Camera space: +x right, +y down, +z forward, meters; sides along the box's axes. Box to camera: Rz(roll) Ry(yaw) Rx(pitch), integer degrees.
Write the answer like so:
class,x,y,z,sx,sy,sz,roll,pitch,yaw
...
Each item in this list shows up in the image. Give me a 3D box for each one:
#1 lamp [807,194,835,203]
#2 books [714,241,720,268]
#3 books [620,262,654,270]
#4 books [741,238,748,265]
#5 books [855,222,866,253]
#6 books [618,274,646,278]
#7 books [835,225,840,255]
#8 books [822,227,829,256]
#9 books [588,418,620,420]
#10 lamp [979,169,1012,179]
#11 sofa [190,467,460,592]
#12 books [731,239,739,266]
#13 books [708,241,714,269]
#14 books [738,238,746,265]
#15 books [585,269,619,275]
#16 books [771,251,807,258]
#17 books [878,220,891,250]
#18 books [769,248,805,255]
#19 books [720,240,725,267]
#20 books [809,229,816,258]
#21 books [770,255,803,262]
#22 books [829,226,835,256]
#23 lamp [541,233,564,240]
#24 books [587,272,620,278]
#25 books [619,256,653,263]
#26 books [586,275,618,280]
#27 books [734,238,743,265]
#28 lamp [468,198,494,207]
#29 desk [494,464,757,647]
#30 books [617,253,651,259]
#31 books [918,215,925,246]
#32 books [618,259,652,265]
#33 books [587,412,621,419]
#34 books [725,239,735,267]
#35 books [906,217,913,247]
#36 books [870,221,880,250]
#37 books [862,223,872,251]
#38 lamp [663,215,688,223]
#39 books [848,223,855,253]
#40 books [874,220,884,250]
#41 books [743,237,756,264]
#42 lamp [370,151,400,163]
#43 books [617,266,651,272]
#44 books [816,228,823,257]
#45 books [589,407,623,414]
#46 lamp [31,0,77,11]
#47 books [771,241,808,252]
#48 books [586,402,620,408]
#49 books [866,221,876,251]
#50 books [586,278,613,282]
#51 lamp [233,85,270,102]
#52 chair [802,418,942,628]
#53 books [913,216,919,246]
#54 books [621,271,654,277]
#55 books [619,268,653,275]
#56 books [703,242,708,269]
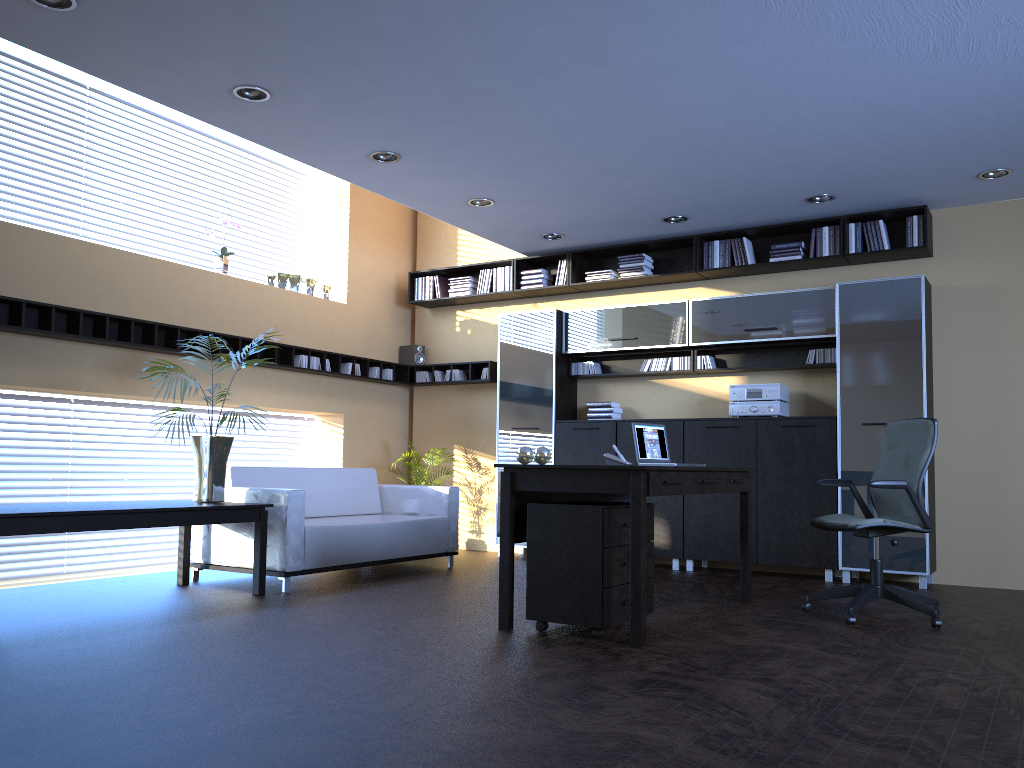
class,x,y,z,sx,sy,sz,roll,pitch,yaw
lamp,2.433,-1.503,6.981,0.209,0.096,0.208,-2,-6,25
books,1.865,-1.137,7.963,0.050,0.258,0.208,-2,-5,32
books,1.182,-1.107,8.391,0.258,0.028,0.208,-2,-6,31
books,2.089,-1.145,7.842,0.072,0.257,0.208,-2,-5,32
books,2.881,-1.182,7.331,0.050,0.258,0.208,-2,-5,31
books,1.165,-0.994,8.378,0.258,0.028,0.208,-2,-6,31
books,2.749,-1.176,7.414,0.050,0.258,0.208,-2,-5,32
books,2.661,-1.172,7.468,0.050,0.258,0.208,-2,-5,31
books,0.884,0.355,8.449,0.258,0.050,0.208,-3,-6,32
lamp,3.461,-1.548,6.352,0.208,0.096,0.209,5,-7,-40
sofa,-1.427,1.103,7.162,1.015,0.847,2.060,-2,-6,31
books,2.010,-1.143,7.877,0.075,0.259,0.208,-2,-5,32
books,1.824,-1.134,7.995,0.050,0.258,0.208,-2,-5,32
books,2.062,-1.144,7.840,0.072,0.257,0.208,-2,-5,32
books,0.871,-1.065,8.572,0.258,0.028,0.208,-2,-6,31
books,2.387,-1.097,7.641,0.258,0.031,0.208,-2,-6,32
books,3.044,-1.189,7.230,0.075,0.259,0.208,-2,-5,31
books,2.377,-1.128,7.649,0.258,0.031,0.208,-2,-6,31
books,1.913,-1.138,7.942,0.050,0.258,0.208,-2,-5,31
books,2.573,-1.167,7.528,0.055,0.260,0.208,-2,-5,32
books,2.381,-1.054,7.650,0.258,0.050,0.208,-2,-6,31
books,2.706,-1.174,7.442,0.050,0.258,0.208,-2,-5,31
lamp,0.377,-1.413,8.240,0.208,0.096,0.209,5,-7,-40
books,0.886,-1.038,8.554,0.258,0.028,0.208,-2,-6,31
books,1.177,-1.165,8.383,0.258,0.028,0.208,-2,-6,31
books,0.872,-1.010,8.553,0.258,0.028,0.208,-3,-6,32
books,2.037,-1.144,7.860,0.075,0.259,0.208,-2,-5,32
lamp,-0.254,-1.520,7.214,0.209,0.096,0.208,0,-5,14
desk,0.779,0.947,5.391,0.914,0.889,1.898,-2,-6,31
books,1.160,-1.192,8.398,0.258,0.028,0.208,-2,-6,31
books,3.287,-1.199,7.087,0.050,0.258,0.208,-2,-5,31
books,1.167,-1.136,8.390,0.258,0.028,0.208,-2,-6,31
books,0.879,0.304,8.463,0.258,0.050,0.208,-3,-6,32
books,1.956,-1.140,7.913,0.050,0.258,0.208,-2,-5,32
books,3.216,-1.195,7.144,0.050,0.258,0.208,-2,-5,31
books,2.992,-1.186,7.268,0.075,0.259,0.208,-2,-5,32
books,2.947,-1.183,7.315,0.075,0.259,0.208,-2,-5,32
lamp,1.405,-1.458,7.611,0.209,0.096,0.208,-2,-6,25
books,2.836,-1.180,7.358,0.050,0.258,0.208,-2,-5,31
books,3.017,-1.188,7.248,0.075,0.259,0.208,-2,-5,31
books,2.096,-1.148,7.808,0.072,0.257,0.208,-2,-5,31
lamp,-0.884,-1.627,6.188,0.209,0.096,0.208,1,-5,2
books,1.160,-1.076,8.412,0.258,0.028,0.208,-2,-6,31
books,2.621,-1.170,7.503,0.050,0.258,0.208,-2,-5,32
books,0.895,0.254,8.468,0.258,0.050,0.208,-3,-6,32
lamp,-2.144,-1.840,4.136,0.208,0.096,0.209,-2,-6,31
books,2.391,-1.170,7.635,0.258,0.050,0.208,-2,-6,31
books,0.872,0.203,8.473,0.258,0.050,0.208,-2,-6,31
books,2.963,-1.186,7.281,0.075,0.259,0.208,-2,-5,31
books,0.879,-0.982,8.543,0.258,0.028,0.208,-3,-6,32
lamp,-1.514,-1.733,5.162,0.209,0.096,0.208,1,-5,2
chair,2.259,0.809,5.422,0.768,1.213,0.834,2,-4,-12
books,3.248,-1.198,7.111,0.036,0.258,0.208,-2,-5,32
books,1.188,-1.022,8.377,0.258,0.028,0.208,-3,-6,32
books,1.171,-1.050,8.388,0.258,0.028,0.208,-2,-6,31
books,1.779,-1.133,8.022,0.050,0.258,0.208,-2,-5,32
